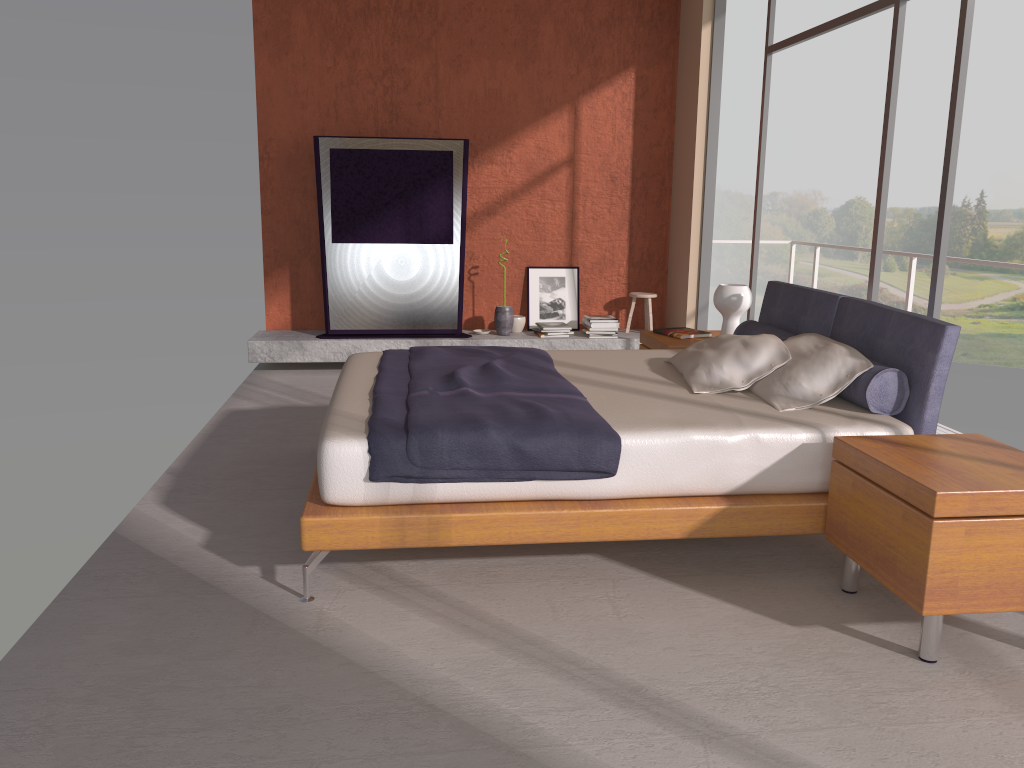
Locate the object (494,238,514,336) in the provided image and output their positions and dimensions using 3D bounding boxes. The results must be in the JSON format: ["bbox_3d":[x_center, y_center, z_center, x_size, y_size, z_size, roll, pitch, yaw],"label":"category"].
[{"bbox_3d":[-0.063,-0.806,7.369,0.165,0.810,0.165,4,12,16],"label":"object"}]

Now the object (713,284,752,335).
[{"bbox_3d":[1.306,-0.419,5.270,0.224,0.338,0.224,2,12,4],"label":"object"}]

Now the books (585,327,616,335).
[{"bbox_3d":[0.745,-0.453,7.481,0.247,0.025,0.287,2,12,4],"label":"books"}]

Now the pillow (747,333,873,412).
[{"bbox_3d":[1.229,-0.064,3.887,0.400,0.265,0.791,0,12,-4],"label":"pillow"}]

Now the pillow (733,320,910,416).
[{"bbox_3d":[1.395,-0.112,4.179,0.205,0.201,1.470,-1,12,-7],"label":"pillow"}]

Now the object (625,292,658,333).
[{"bbox_3d":[1.140,-0.609,7.661,0.257,0.349,0.260,-8,15,-37],"label":"object"}]

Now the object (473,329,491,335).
[{"bbox_3d":[-0.254,-0.430,7.480,0.152,0.040,0.152,7,13,27],"label":"object"}]

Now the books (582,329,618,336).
[{"bbox_3d":[0.745,-0.438,7.510,0.247,0.018,0.287,-1,12,-7],"label":"books"}]

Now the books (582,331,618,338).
[{"bbox_3d":[0.746,-0.419,7.508,0.247,0.018,0.328,0,12,-5],"label":"books"}]

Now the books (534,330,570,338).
[{"bbox_3d":[0.333,-0.424,7.483,0.247,0.025,0.287,-1,12,-10],"label":"books"}]

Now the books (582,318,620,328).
[{"bbox_3d":[0.747,-0.516,7.488,0.247,0.038,0.319,-1,12,-10],"label":"books"}]

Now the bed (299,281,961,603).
[{"bbox_3d":[0.366,0.071,4.102,2.462,0.959,2.017,-1,12,-7],"label":"bed"}]

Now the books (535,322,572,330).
[{"bbox_3d":[0.349,-0.489,7.471,0.247,0.018,0.328,-1,12,-10],"label":"books"}]

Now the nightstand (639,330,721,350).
[{"bbox_3d":[1.141,-0.014,5.521,0.562,0.556,0.628,-1,12,-7],"label":"nightstand"}]

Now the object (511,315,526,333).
[{"bbox_3d":[0.026,-0.512,7.616,0.179,0.137,0.180,2,12,5],"label":"object"}]

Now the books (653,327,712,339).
[{"bbox_3d":[1.069,-0.321,5.564,0.247,0.025,0.287,-5,13,-26],"label":"books"}]

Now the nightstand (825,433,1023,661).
[{"bbox_3d":[1.462,0.518,2.955,0.562,0.556,0.628,-1,12,-7],"label":"nightstand"}]

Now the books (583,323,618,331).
[{"bbox_3d":[0.747,-0.484,7.494,0.247,0.027,0.328,0,12,-5],"label":"books"}]

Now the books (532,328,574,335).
[{"bbox_3d":[0.345,-0.448,7.489,0.247,0.018,0.328,-4,13,-22],"label":"books"}]

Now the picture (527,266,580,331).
[{"bbox_3d":[0.360,-0.742,7.715,0.458,0.550,0.117,-1,12,-7],"label":"picture"}]

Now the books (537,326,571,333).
[{"bbox_3d":[0.350,-0.467,7.470,0.247,0.025,0.287,0,12,-5],"label":"books"}]

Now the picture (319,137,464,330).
[{"bbox_3d":[-0.950,-1.187,7.086,1.129,1.496,0.126,-1,12,-7],"label":"picture"}]

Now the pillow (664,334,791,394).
[{"bbox_3d":[1.002,-0.125,4.214,0.431,0.264,0.869,1,12,1],"label":"pillow"}]

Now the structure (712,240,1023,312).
[{"bbox_3d":[2.448,0.078,3.697,0.728,1.005,7.689,-1,12,-7],"label":"structure"}]

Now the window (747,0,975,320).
[{"bbox_3d":[2.087,-0.842,3.261,0.075,3.133,6.106,-1,12,-7],"label":"window"}]

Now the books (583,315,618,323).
[{"bbox_3d":[0.747,-0.548,7.487,0.247,0.025,0.287,-1,12,-7],"label":"books"}]
